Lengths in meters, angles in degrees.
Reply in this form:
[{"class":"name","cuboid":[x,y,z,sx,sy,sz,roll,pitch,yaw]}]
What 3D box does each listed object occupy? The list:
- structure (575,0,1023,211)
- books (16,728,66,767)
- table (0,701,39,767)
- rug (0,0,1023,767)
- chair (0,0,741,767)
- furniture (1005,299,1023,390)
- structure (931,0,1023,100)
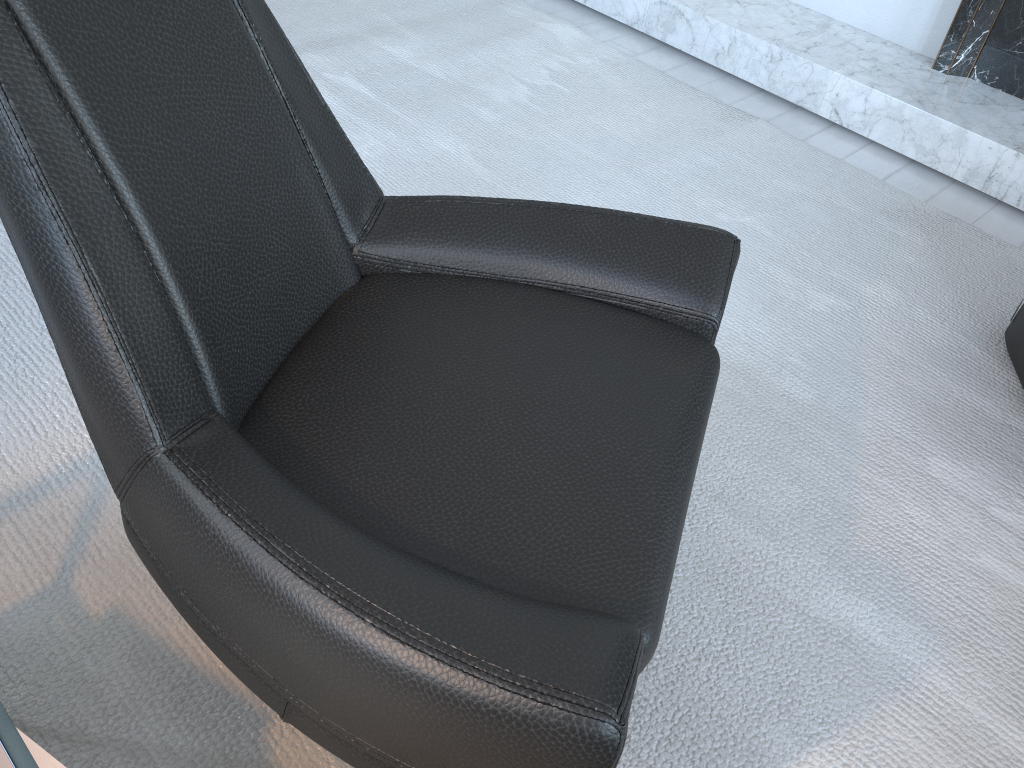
[{"class":"structure","cuboid":[1.742,-0.382,2.214,0.397,0.132,7.281,-30,55,-34]},{"class":"books","cuboid":[-0.545,0.384,0.691,0.280,0.113,0.326,26,45,18]},{"class":"table","cuboid":[-0.601,0.554,0.645,0.599,0.402,0.599,-31,55,-35]},{"class":"rug","cuboid":[0.795,0.742,0.958,2.982,0.031,7.849,-30,55,-34]},{"class":"chair","cuboid":[-0.149,-0.058,1.078,0.806,0.794,0.855,17,43,9]},{"class":"furniture","cuboid":[1.330,-0.020,1.605,0.599,0.371,0.626,8,43,-1]},{"class":"structure","cuboid":[2.052,-0.803,2.177,0.525,0.906,1.704,-30,55,-34]}]
